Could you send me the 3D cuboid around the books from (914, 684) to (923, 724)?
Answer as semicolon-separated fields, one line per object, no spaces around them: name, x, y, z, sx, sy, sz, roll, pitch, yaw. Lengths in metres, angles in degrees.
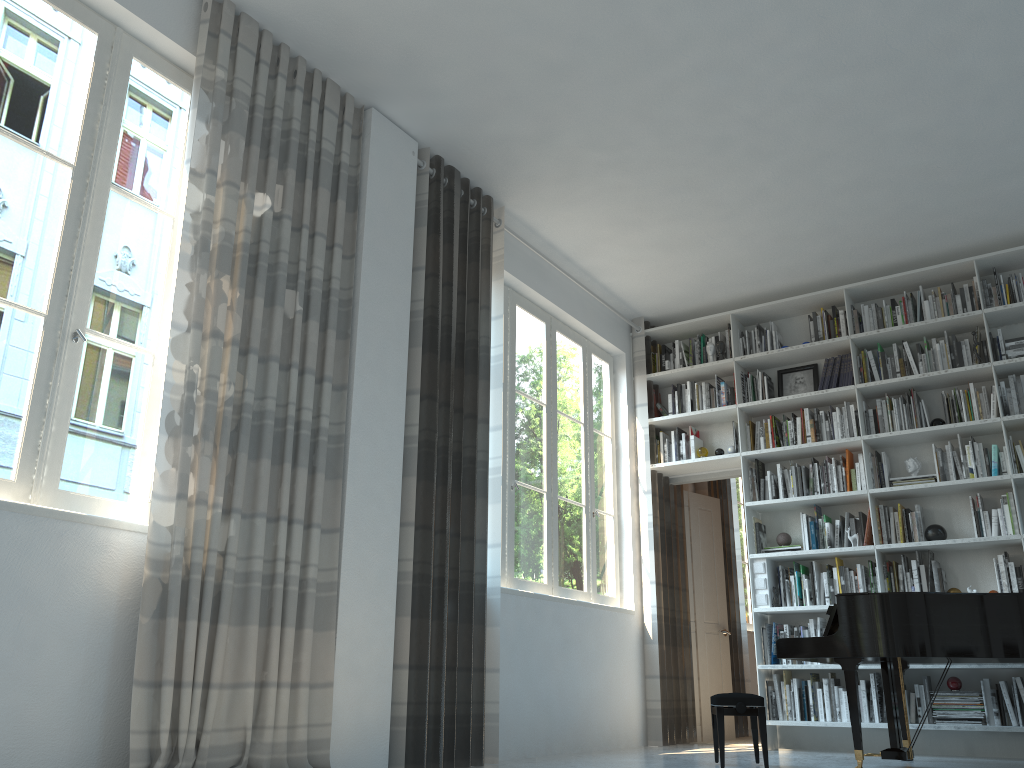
books;2.562;2.004;5.555;0.023;0.231;0.164;-11;-22;31

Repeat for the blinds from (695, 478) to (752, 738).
blinds;1.846;1.424;7.908;0.140;3.219;0.778;-11;-22;31

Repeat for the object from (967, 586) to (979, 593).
object;2.865;1.297;5.497;0.078;0.094;0.060;16;-24;-37

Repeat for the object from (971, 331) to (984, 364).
object;3.052;-0.227;5.805;0.075;0.254;0.075;-3;-19;11

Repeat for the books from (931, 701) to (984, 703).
books;2.745;1.957;5.455;0.285;0.005;0.160;-12;-23;32

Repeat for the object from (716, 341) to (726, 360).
object;1.606;-0.238;6.805;0.067;0.197;0.067;5;-19;-14

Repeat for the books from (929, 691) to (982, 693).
books;2.743;1.897;5.465;0.285;0.005;0.160;-14;-24;36

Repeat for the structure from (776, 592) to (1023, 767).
structure;2.476;1.480;4.385;1.920;0.829;1.338;-12;-22;31

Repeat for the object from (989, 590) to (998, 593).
object;2.966;1.300;5.457;0.061;0.062;0.061;3;-19;-8

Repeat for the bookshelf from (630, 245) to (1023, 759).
bookshelf;3.670;0.575;5.204;6.304;3.130;0.331;-12;-22;31

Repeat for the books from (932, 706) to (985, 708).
books;2.747;1.984;5.445;0.285;0.007;0.160;-12;-23;32

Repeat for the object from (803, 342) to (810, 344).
object;2.180;-0.271;6.559;0.082;0.083;0.083;-3;-19;10

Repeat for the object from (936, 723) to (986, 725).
object;2.743;2.074;5.411;0.254;0.007;0.161;-13;-23;34

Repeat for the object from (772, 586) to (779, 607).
object;1.806;1.467;6.091;0.045;0.146;0.045;6;-19;-17

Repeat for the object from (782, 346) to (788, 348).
object;2.049;-0.244;6.641;0.082;0.083;0.083;-3;-19;10

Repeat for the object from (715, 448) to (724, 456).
object;1.576;0.523;6.729;0.071;0.072;0.072;-3;-19;10

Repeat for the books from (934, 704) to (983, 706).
books;2.746;1.973;5.452;0.254;0.005;0.161;-12;-22;31

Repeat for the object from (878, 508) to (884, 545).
object;2.503;0.979;5.972;0.012;0.269;0.131;-11;-22;31

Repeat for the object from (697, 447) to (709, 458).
object;1.452;0.522;6.753;0.087;0.087;0.087;3;-19;-8

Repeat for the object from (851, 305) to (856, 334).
object;2.499;-0.417;6.436;0.012;0.284;0.160;-11;-22;31

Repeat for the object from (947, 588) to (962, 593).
object;2.801;1.336;5.612;0.091;0.091;0.091;-3;-19;10

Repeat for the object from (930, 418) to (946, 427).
object;2.839;0.276;5.909;0.097;0.098;0.097;3;-19;-8

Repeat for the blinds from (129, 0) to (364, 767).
blinds;-1.043;-0.074;3.703;0.183;3.249;1.028;-11;-22;31

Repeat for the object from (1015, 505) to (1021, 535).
object;3.179;0.868;5.549;0.017;0.215;0.104;-11;-22;31

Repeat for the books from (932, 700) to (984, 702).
books;2.745;1.952;5.457;0.285;0.005;0.160;-11;-22;30

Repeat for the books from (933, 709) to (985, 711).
books;2.742;1.995;5.433;0.285;0.007;0.160;-9;-21;27

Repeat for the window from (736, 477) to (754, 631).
window;2.442;1.551;9.158;0.073;2.001;1.988;-11;-22;31

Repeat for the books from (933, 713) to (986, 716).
books;2.746;2.022;5.429;0.285;0.007;0.160;-13;-23;33

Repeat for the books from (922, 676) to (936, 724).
books;2.610;1.974;5.544;0.027;0.281;0.129;-11;-22;31

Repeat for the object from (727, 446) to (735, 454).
object;1.653;0.499;6.658;0.071;0.072;0.072;-3;-19;10

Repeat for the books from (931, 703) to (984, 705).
books;2.744;1.967;5.450;0.285;0.005;0.160;-11;-22;29

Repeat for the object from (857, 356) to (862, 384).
object;2.496;-0.056;6.315;0.012;0.253;0.161;-11;-22;31

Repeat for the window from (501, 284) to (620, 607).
window;0.277;0.444;6.009;0.073;2.001;1.988;-11;-22;31

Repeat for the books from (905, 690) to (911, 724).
books;2.503;2.036;5.598;0.025;0.197;0.160;-11;-22;31

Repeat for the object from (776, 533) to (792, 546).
object;1.927;1.106;6.282;0.105;0.106;0.106;-3;-19;10

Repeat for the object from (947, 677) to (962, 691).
object;2.723;1.846;5.458;0.086;0.087;0.086;-3;-19;10

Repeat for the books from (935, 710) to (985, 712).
books;2.747;2.004;5.438;0.254;0.007;0.161;-12;-23;32

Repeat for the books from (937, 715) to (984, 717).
books;2.744;2.028;5.423;0.254;0.007;0.161;-10;-22;28

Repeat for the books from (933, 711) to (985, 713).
books;2.743;2.008;5.430;0.285;0.007;0.160;-10;-22;28

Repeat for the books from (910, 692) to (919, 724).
books;2.531;2.034;5.570;0.053;0.183;0.148;-11;-22;31

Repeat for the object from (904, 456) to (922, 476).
object;2.697;0.560;5.961;0.121;0.156;0.095;17;-25;-40

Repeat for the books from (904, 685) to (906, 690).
books;2.490;2.025;5.616;0.012;0.230;0.138;-11;-22;31

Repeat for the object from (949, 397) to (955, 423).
object;2.952;0.211;5.917;0.010;0.224;0.143;-11;-22;31

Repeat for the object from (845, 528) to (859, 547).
object;2.265;1.022;5.901;0.082;0.139;0.044;-5;-19;16

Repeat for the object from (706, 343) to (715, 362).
object;1.538;-0.224;6.847;0.067;0.197;0.067;5;-19;-14

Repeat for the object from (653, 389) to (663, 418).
object;1.166;0.192;7.128;0.035;0.294;0.177;-11;-22;31

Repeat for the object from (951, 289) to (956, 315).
object;3.046;-0.513;6.088;0.010;0.246;0.157;-11;-22;31

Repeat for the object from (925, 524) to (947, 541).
object;2.751;0.978;5.755;0.134;0.135;0.134;3;-19;-8

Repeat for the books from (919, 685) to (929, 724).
books;2.587;2.004;5.549;0.027;0.226;0.139;-11;-22;31

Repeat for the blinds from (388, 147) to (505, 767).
blinds;-0.321;0.316;4.756;0.140;3.219;0.778;-11;-22;31

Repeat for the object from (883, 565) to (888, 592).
object;2.484;1.332;5.851;0.012;0.253;0.161;-11;-22;31

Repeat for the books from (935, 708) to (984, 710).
books;2.747;1.991;5.442;0.254;0.007;0.161;-12;-23;32

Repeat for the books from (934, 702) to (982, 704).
books;2.745;1.962;5.453;0.254;0.005;0.161;-11;-22;30

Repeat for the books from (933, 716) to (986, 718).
books;2.742;2.034;5.419;0.285;0.007;0.160;-14;-24;36

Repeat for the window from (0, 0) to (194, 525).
window;-9.899;-2.276;20.791;32.848;18.469;18.577;-13;-23;35

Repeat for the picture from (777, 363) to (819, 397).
picture;2.132;0.009;6.603;0.300;0.298;0.078;-11;-22;31

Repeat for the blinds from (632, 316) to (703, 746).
blinds;1.203;1.095;6.973;0.140;3.219;0.778;-11;-22;31
